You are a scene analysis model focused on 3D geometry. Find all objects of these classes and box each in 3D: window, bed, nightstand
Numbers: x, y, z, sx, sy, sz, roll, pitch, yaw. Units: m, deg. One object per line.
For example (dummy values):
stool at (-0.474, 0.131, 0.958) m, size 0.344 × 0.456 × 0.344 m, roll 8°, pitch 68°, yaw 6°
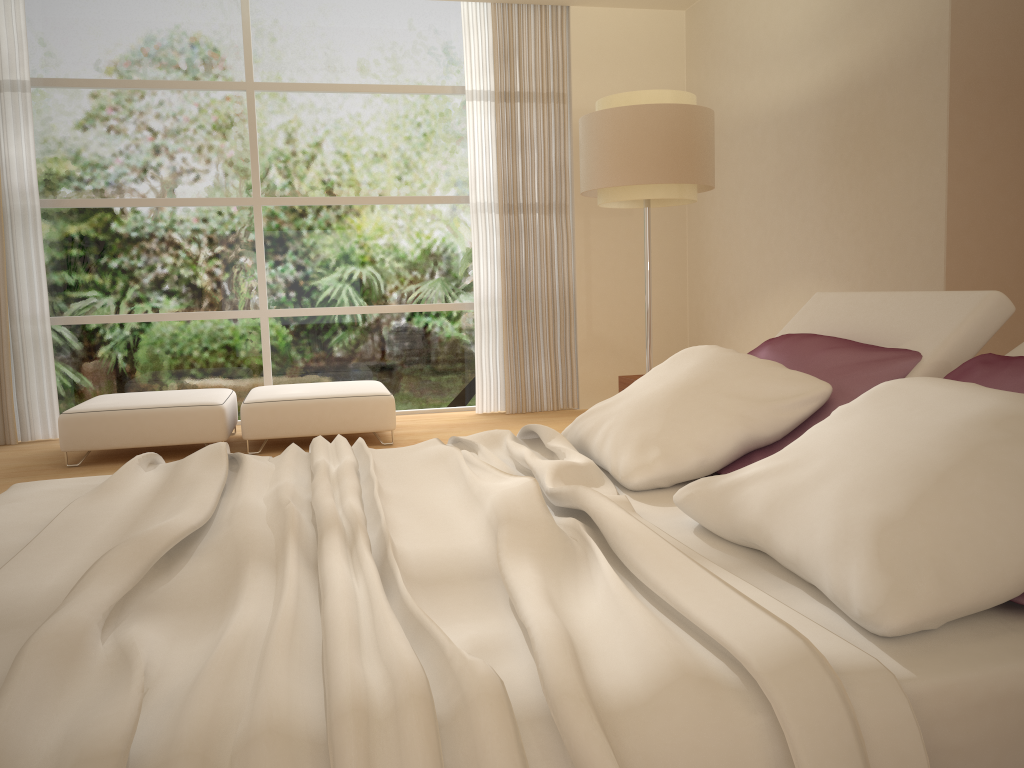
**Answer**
window at (-1.928, -1.377, 6.700) m, size 4.781 × 3.371 × 0.071 m, roll -3°, pitch 6°, yaw -13°
bed at (-0.144, 0.487, 1.911) m, size 2.535 × 0.570 × 2.599 m, roll -3°, pitch 6°, yaw -13°
nightstand at (1.225, 0.419, 2.276) m, size 0.493 × 0.539 × 4.220 m, roll -3°, pitch 6°, yaw -13°

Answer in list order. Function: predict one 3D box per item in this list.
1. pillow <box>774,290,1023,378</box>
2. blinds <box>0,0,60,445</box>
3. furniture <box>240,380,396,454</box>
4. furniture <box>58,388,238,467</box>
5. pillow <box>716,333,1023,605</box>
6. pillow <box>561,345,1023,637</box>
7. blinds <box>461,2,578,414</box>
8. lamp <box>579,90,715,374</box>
pillow at (1.154, -0.002, 2.221) m, size 0.461 × 0.457 × 1.779 m, roll -3°, pitch 6°, yaw -14°
blinds at (-3.724, -1.239, 6.035) m, size 0.950 × 3.352 × 0.211 m, roll -3°, pitch 6°, yaw -14°
furniture at (-1.305, 0.198, 6.002) m, size 0.965 × 0.346 × 0.964 m, roll -3°, pitch 6°, yaw -13°
furniture at (-2.314, 0.254, 5.775) m, size 0.965 × 0.346 × 0.964 m, roll -3°, pitch 6°, yaw -13°
pillow at (0.839, 0.089, 2.147) m, size 0.575 × 0.369 × 1.683 m, roll -3°, pitch 6°, yaw -13°
pillow at (0.577, 0.119, 2.083) m, size 0.561 × 0.339 × 1.720 m, roll -3°, pitch 6°, yaw -13°
blinds at (0.070, -1.447, 6.835) m, size 0.814 × 3.351 × 0.202 m, roll -3°, pitch 6°, yaw -14°
lamp at (0.800, -0.623, 5.196) m, size 0.817 × 2.018 × 0.817 m, roll 2°, pitch 7°, yaw 30°
